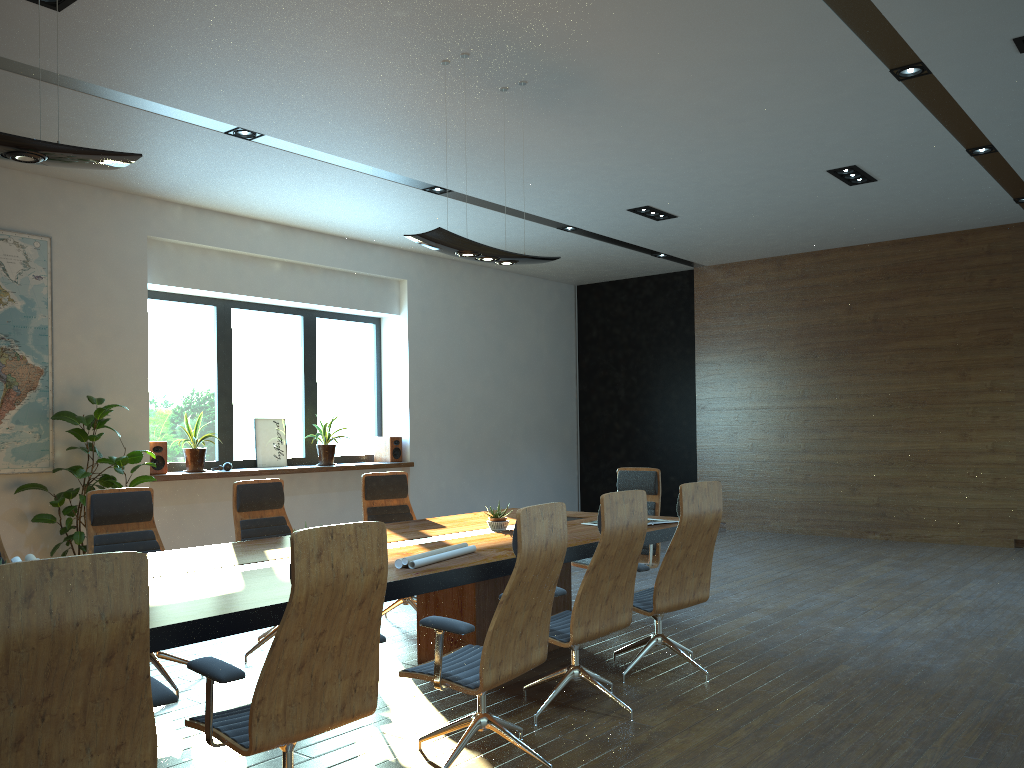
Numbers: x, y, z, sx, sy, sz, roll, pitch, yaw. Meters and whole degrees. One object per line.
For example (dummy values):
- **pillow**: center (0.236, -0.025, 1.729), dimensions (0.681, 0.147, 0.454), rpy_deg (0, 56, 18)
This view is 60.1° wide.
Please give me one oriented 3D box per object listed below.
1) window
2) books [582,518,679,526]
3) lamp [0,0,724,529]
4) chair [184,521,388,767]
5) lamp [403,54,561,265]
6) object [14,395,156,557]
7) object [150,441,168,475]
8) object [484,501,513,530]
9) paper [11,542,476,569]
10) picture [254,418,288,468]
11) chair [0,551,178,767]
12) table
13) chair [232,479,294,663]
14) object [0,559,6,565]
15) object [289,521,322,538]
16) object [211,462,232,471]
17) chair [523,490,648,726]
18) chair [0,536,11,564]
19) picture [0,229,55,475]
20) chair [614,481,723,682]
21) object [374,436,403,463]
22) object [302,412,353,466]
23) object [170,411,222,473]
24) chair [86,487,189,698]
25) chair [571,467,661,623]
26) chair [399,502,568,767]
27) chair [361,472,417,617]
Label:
- **window**: center (-2.787, 0.018, 10.136), dimensions (0.053, 1.860, 3.465), rpy_deg (-1, -2, 39)
- **books**: center (0.791, 0.911, 5.909), dimensions (0.544, 0.033, 0.389), rpy_deg (2, -4, -40)
- **lamp**: center (2.552, 0.031, 9.576), dimensions (9.399, 3.706, 16.688), rpy_deg (-3, -4, 39)
- **chair**: center (-0.808, 1.050, 3.178), dimensions (0.696, 1.127, 0.706), rpy_deg (-2, -1, 40)
- **lamp**: center (-0.165, -1.391, 5.651), dimensions (0.340, 1.199, 1.197), rpy_deg (-1, -2, 39)
- **object**: center (-3.583, 0.989, 7.647), dimensions (0.722, 1.794, 1.057), rpy_deg (-1, -1, 30)
- **object**: center (-3.551, 0.725, 8.680), dimensions (0.314, 0.321, 0.211), rpy_deg (-2, -2, 39)
- **object**: center (-0.093, 0.843, 5.693), dimensions (0.177, 0.188, 0.153), rpy_deg (-1, -1, 14)
- **paper**: center (-1.238, 0.828, 4.154), dimensions (2.241, 0.083, 0.629), rpy_deg (0, -3, -11)
- **picture**: center (-2.752, 0.670, 10.117), dimensions (0.057, 0.561, 0.421), rpy_deg (-1, -1, 39)
- **chair**: center (-1.345, 1.022, 2.500), dimensions (0.706, 1.127, 0.696), rpy_deg (0, -2, -43)
- **table**: center (-1.034, 1.284, 4.515), dimensions (1.786, 0.796, 5.543), rpy_deg (-3, -4, 39)
- **chair**: center (-1.470, 1.199, 5.823), dimensions (0.696, 1.127, 0.706), rpy_deg (-2, -1, 39)
- **object**: center (-1.973, 0.748, 3.344), dimensions (0.153, 0.188, 0.177), rpy_deg (-2, -2, 27)
- **object**: center (-1.044, 0.795, 4.509), dimensions (0.177, 0.188, 0.153), rpy_deg (-1, -1, -11)
- **object**: center (-3.030, 0.864, 9.241), dimensions (0.209, 0.089, 0.178), rpy_deg (0, -3, -14)
- **chair**: center (0.319, 1.105, 4.561), dimensions (0.696, 1.127, 0.706), rpy_deg (-2, -1, 39)
- **chair**: center (-2.589, 1.140, 4.383), dimensions (0.696, 1.127, 0.706), rpy_deg (-2, -1, 35)
- **picture**: center (-5.035, -0.309, 6.500), dimensions (0.030, 2.062, 3.235), rpy_deg (-1, -2, 39)
- **chair**: center (0.861, 1.133, 5.240), dimensions (0.706, 1.127, 0.696), rpy_deg (0, -2, -44)
- **object**: center (-1.559, 0.824, 11.159), dimensions (0.314, 0.321, 0.211), rpy_deg (-2, -2, 39)
- **object**: center (-2.152, 0.637, 10.282), dimensions (0.515, 0.620, 0.473), rpy_deg (0, -2, -36)
- **object**: center (-3.207, 0.586, 9.011), dimensions (0.516, 0.620, 0.473), rpy_deg (-2, -2, 44)
- **chair**: center (-2.081, 1.167, 5.050), dimensions (0.696, 1.127, 0.706), rpy_deg (-2, -1, 41)
- **chair**: center (0.799, 1.213, 6.749), dimensions (0.707, 1.127, 0.696), rpy_deg (-2, -1, 41)
- **chair**: center (-0.135, 1.073, 3.817), dimensions (0.696, 1.127, 0.706), rpy_deg (-2, -1, 31)
- **chair**: center (-0.790, 1.230, 6.607), dimensions (0.706, 1.127, 0.696), rpy_deg (0, -1, -36)
